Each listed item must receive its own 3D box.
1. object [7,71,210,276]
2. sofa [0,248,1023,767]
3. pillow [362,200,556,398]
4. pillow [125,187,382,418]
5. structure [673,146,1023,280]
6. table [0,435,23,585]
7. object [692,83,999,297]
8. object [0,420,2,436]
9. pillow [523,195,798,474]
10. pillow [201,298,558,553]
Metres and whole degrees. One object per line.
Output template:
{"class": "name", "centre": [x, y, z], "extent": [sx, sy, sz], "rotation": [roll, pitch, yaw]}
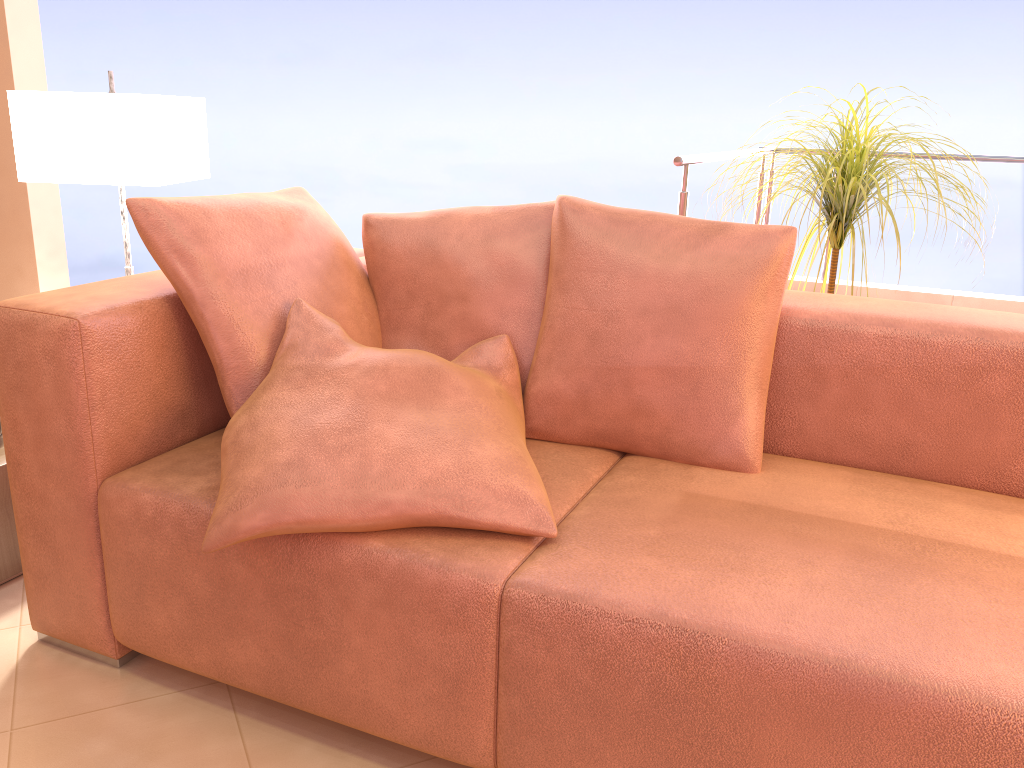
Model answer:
{"class": "object", "centre": [-1.014, -0.400, 2.329], "extent": [0.344, 0.799, 0.344], "rotation": [2, 17, 2]}
{"class": "sofa", "centre": [0.514, 0.250, 1.468], "extent": [2.781, 0.672, 0.943], "rotation": [9, 18, 23]}
{"class": "pillow", "centre": [-0.092, -0.159, 1.814], "extent": [0.492, 0.446, 0.255], "rotation": [4, 17, 7]}
{"class": "pillow", "centre": [-0.441, -0.148, 1.766], "extent": [0.314, 0.455, 0.519], "rotation": [8, 18, 19]}
{"class": "structure", "centre": [2.610, -0.252, 2.329], "extent": [4.176, 0.541, 1.663], "rotation": [9, 18, 23]}
{"class": "table", "centre": [-1.116, 0.190, 2.211], "extent": [0.412, 0.268, 0.918], "rotation": [9, 18, 23]}
{"class": "object", "centre": [0.843, -0.226, 2.370], "extent": [0.703, 1.088, 0.729], "rotation": [0, 17, -7]}
{"class": "object", "centre": [-1.213, 0.093, 1.934], "extent": [0.235, 0.071, 0.235], "rotation": [6, 17, 15]}
{"class": "pillow", "centre": [0.263, -0.100, 1.659], "extent": [0.470, 0.468, 0.211], "rotation": [7, 17, 18]}
{"class": "pillow", "centre": [-0.214, 0.039, 1.484], "extent": [0.517, 0.292, 0.514], "rotation": [0, 17, -7]}
